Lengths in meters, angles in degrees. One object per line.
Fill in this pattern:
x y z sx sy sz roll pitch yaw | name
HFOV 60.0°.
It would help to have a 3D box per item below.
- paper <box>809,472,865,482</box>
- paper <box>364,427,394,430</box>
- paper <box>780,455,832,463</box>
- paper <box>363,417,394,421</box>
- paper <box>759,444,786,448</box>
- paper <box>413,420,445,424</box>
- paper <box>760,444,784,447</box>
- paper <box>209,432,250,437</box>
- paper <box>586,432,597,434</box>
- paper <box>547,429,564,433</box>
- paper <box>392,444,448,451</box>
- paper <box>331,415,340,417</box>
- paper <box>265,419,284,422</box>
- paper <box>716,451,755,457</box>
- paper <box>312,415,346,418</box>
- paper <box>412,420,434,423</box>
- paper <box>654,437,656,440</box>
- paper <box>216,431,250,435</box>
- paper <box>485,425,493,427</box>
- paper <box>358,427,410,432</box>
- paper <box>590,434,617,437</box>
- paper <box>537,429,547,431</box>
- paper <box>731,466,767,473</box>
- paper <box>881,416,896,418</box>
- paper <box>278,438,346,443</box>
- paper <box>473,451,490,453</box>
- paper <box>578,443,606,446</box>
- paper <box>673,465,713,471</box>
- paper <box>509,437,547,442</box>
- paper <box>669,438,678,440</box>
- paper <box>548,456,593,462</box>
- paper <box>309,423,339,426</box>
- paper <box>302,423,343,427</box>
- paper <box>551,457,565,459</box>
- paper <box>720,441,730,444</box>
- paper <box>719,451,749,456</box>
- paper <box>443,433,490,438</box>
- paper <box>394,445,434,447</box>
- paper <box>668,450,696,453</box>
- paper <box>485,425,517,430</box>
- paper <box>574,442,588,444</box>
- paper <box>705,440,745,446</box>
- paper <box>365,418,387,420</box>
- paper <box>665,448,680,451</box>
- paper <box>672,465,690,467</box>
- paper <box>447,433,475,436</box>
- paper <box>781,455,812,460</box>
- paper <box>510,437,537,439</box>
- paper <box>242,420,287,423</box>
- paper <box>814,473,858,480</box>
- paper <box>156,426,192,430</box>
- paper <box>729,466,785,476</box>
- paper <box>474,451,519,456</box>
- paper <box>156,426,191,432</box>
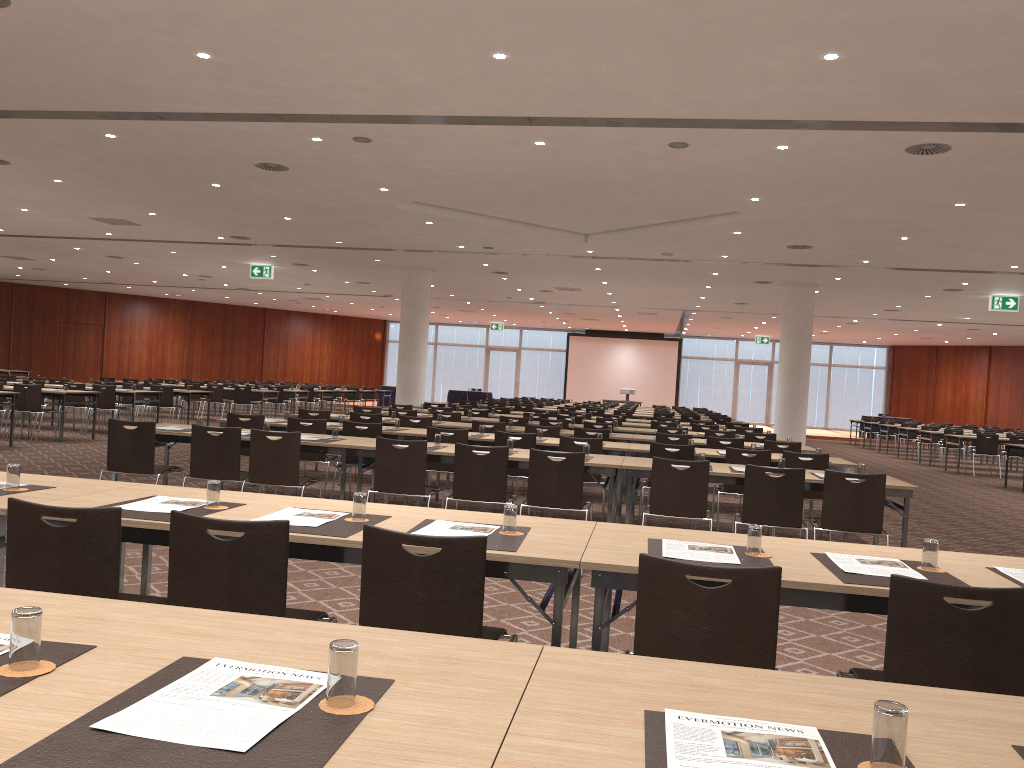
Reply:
2.692 0.761 7.189 0.460 0.003 0.565 3 0 9 | paper
-1.514 0.494 9.934 0.283 0.006 0.398 3 0 10 | paper
3.027 0.774 9.161 0.460 0.003 0.565 3 0 12 | paper
-1.791 0.474 11.977 0.460 0.003 0.565 3 0 12 | paper
3.349 0.787 11.136 0.460 0.003 0.565 3 0 12 | paper
-1.170 0.512 11.852 0.460 0.003 0.565 3 0 10 | paper
3.293 0.779 11.200 0.283 0.006 0.398 3 0 7 | paper
-2.427 0.450 8.004 0.460 0.003 0.565 3 0 11 | paper
1.028 0.642 11.545 0.283 0.006 0.398 3 0 8 | paper
0.436 0.610 11.611 0.460 0.003 0.565 3 0 11 | paper
-0.844 0.546 7.725 0.460 0.003 0.565 3 0 9 | paper
-2.466 0.429 12.117 0.283 0.006 0.398 3 0 11 | paper
-2.792 0.417 10.166 0.283 0.006 0.398 3 0 11 | paper
2.380 0.735 9.240 0.460 0.003 0.565 3 0 9 | paper
-2.445 0.435 12.033 0.460 0.003 0.565 3 0 8 | paper
-1.190 0.507 11.914 0.283 0.006 0.398 3 0 7 | paper
2.045 0.708 11.335 0.460 0.003 0.565 3 0 9 | paper
-2.476 0.443 8.077 0.283 0.006 0.398 3 0 12 | paper
-0.222 0.566 11.776 0.283 0.006 0.398 3 0 8 | paper
-1.446 0.502 9.889 0.460 0.003 0.565 3 0 12 | paper
1.105 0.650 11.496 0.460 0.003 0.565 3 0 12 | paper
0.393 0.603 11.663 0.283 0.006 0.398 3 0 9 | paper
1.991 0.714 7.378 0.283 0.006 0.398 3 0 7 | paper
13.914 1.219 32.793 0.460 0.003 0.565 3 0 9 | paper
-1.771 0.490 7.889 0.460 0.003 0.565 3 0 7 | paper
-0.220 0.580 7.707 0.283 0.006 0.398 3 0 10 | paper
0.762 0.637 9.521 0.460 0.003 0.565 3 0 9 | paper
1.438 0.685 7.410 0.460 0.003 0.565 3 0 12 | paper
0.130 0.598 9.612 0.460 0.003 0.565 3 0 8 | paper
1.991 0.700 11.411 0.283 0.006 0.398 3 0 10 | paper
0.444 0.624 7.572 0.460 0.003 0.565 3 0 11 | paper
-2.164 0.455 10.064 0.283 0.006 0.398 3 0 9 | paper
-2.108 0.462 9.979 0.460 0.003 0.565 3 0 8 | paper
0.433 0.620 7.606 0.283 0.006 0.398 3 0 12 | paper
2.647 0.740 11.291 0.283 0.006 0.398 3 0 6 | paper
2.324 0.727 9.317 0.283 0.006 0.398 3 0 10 | paper
-0.516 0.559 9.710 0.460 0.003 0.565 3 0 9 | paper
-0.857 0.541 7.807 0.283 0.006 0.398 3 0 8 | paper
1.707 0.694 9.367 0.460 0.003 0.565 3 0 11 | paper
-0.192 0.572 11.691 0.460 0.003 0.565 3 0 11 | paper
0.730 0.631 9.592 0.283 0.006 0.398 3 0 9 | paper
2.690 0.747 11.231 0.460 0.003 0.565 3 0 10 | paper
-1.826 0.468 12.020 0.283 0.006 0.398 3 0 8 | paper
1.679 0.688 9.422 0.283 0.006 0.398 3 0 9 | paper
1.391 0.678 7.473 0.283 0.006 0.398 3 0 9 | paper
-0.564 0.552 9.802 0.283 0.006 0.398 3 0 10 | paper
2.971 0.767 9.221 0.283 0.006 0.398 3 0 9 | paper
0.112 0.593 9.687 0.283 0.006 0.398 3 0 10 | paper
-2.760 0.423 10.092 0.460 0.003 0.565 3 0 11 | paper
2.641 0.754 7.229 0.283 0.006 0.398 3 0 9 | paper
-3.107 0.404 8.180 0.283 0.006 0.398 3 0 9 | paper
2.034 0.721 7.314 0.460 0.003 0.565 3 0 12 | paper
-0.209 0.585 7.655 0.460 0.003 0.565 3 0 9 | paper
-3.054 0.412 8.084 0.460 0.003 0.565 3 0 12 | paper
